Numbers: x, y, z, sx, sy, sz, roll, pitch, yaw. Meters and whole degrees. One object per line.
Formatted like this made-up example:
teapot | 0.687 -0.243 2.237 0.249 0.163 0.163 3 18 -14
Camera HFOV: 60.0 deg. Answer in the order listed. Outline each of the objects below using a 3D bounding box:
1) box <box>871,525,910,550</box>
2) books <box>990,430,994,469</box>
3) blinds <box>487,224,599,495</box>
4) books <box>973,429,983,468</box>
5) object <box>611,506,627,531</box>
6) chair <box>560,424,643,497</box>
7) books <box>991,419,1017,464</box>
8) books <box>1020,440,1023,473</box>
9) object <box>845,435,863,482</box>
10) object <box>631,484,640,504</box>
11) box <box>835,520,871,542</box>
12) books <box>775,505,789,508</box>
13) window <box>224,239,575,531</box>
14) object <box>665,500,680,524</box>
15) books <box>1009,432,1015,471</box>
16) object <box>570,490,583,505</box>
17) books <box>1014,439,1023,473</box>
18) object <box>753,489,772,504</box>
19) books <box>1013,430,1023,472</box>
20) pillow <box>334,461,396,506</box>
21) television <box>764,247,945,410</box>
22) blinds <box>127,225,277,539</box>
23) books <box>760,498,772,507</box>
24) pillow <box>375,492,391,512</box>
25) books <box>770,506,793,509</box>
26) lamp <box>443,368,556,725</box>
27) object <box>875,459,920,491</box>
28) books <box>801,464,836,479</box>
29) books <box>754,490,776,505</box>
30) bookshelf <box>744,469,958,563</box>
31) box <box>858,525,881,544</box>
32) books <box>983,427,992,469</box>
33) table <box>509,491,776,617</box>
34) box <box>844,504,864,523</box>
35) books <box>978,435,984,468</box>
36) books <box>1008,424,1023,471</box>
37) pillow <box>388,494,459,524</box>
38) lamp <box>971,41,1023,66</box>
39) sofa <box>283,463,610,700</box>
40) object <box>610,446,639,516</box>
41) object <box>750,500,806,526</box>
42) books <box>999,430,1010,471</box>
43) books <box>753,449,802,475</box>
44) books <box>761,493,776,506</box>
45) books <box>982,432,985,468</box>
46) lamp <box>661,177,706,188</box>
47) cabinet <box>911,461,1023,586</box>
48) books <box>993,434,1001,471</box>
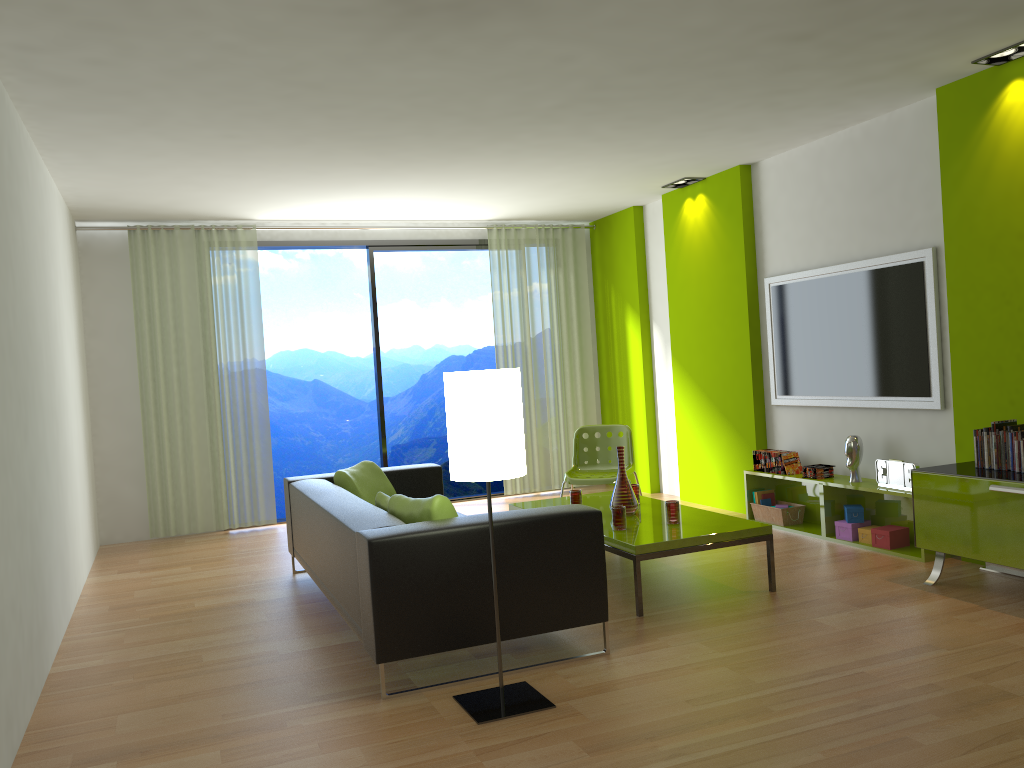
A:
box | 2.281 0.926 5.343 0.202 0.116 0.135 -4 1 -26
books | 2.471 0.328 4.467 0.161 0.201 0.013 -4 1 -21
blinds | 0.311 -0.256 8.583 1.012 2.568 0.067 -4 1 -21
books | 2.437 0.329 4.551 0.163 0.201 0.025 -4 1 -21
object | 0.571 0.716 4.725 0.076 0.122 0.075 -3 1 13
chair | 0.655 0.700 6.590 0.640 0.759 0.546 -3 1 17
books | 2.474 0.306 4.452 0.163 0.246 0.017 -4 1 -21
books | 2.532 0.347 4.289 0.185 0.164 0.025 -4 1 -21
object | 2.176 0.477 5.629 0.107 0.305 0.107 -3 1 35
object | 0.757 0.688 5.521 0.076 0.122 0.075 -3 1 13
box | 2.167 0.927 5.632 0.202 0.116 0.135 -4 1 -26
books | 1.911 0.867 6.277 0.087 0.008 0.110 -3 1 18
window | -1.038 -0.080 8.291 3.336 2.498 0.219 -4 1 -21
object | 0.870 0.696 4.803 0.075 0.122 0.076 -3 1 34
books | 2.512 0.331 4.361 0.163 0.196 0.018 -4 1 -21
object | 0.394 0.713 5.437 0.076 0.122 0.075 -3 1 13
books | 2.520 0.348 4.315 0.185 0.162 0.025 -4 1 -21
object | 1.838 0.877 6.468 0.158 0.200 0.040 -4 1 -21
books | 2.520 0.328 4.341 0.163 0.201 0.025 -4 1 -21
pillow | -0.928 0.675 5.540 0.269 0.362 0.399 -3 1 27
television | 2.177 -0.316 5.826 0.028 0.941 1.537 -4 1 -21
blinds | -2.584 -0.046 7.440 1.012 2.568 0.067 -4 1 -21
books | 1.839 0.905 6.403 0.086 0.148 0.025 -4 1 -21
pillow | -0.526 0.692 4.336 0.164 0.317 0.380 -5 1 -38
books | 1.921 0.883 6.261 0.143 0.025 0.182 -4 1 -21
lamp | -0.073 0.570 3.296 0.302 1.244 0.295 -4 1 -21
object | 2.291 0.539 5.271 0.047 0.176 0.340 -4 1 -16
books | 2.041 0.585 5.918 0.164 0.078 0.172 -4 1 -23
books | 1.847 0.876 6.445 0.158 0.202 0.051 -4 1 -21
bookshelf | 2.149 0.808 5.792 0.306 0.378 1.630 -4 1 -21
box | 2.236 0.937 5.495 0.169 0.093 0.102 -4 1 -26
books | 2.458 0.322 4.485 0.172 0.215 0.030 -4 1 -21
table | 0.672 0.932 5.216 0.810 0.349 1.682 -4 1 -21
box | 2.169 0.823 5.624 0.102 0.093 0.138 -3 1 13
books | 2.446 0.344 4.532 0.163 0.171 0.017 -4 1 -21
books | 2.512 0.315 4.384 0.144 0.227 0.025 -4 1 -21
pillow | -0.371 0.675 3.974 0.210 0.403 0.457 -5 1 -36
lamp | 2.468 -1.690 4.347 0.192 0.131 0.352 -4 1 -21
sofa | -0.507 0.875 4.769 1.061 0.639 2.583 -4 1 -21
object | 0.643 0.562 5.159 0.168 0.400 0.168 -5 1 -36
object | 1.896 0.920 6.322 0.213 0.129 0.367 -4 1 -21
books | 2.494 0.328 4.407 0.163 0.201 0.032 -4 1 -21
books | 1.888 0.553 6.297 0.147 0.150 0.370 -4 1 -21
books | 1.866 0.885 6.429 0.105 0.182 0.031 -4 1 -21
books | 2.458 0.333 4.515 0.151 0.191 0.025 -4 1 -21
lamp | 1.372 -1.675 7.125 0.192 0.131 0.352 -4 1 -21
cabinet | 2.927 0.718 3.137 0.547 0.593 3.384 -4 1 -21
books | 2.476 0.338 4.431 0.180 0.183 0.025 -4 1 -21
